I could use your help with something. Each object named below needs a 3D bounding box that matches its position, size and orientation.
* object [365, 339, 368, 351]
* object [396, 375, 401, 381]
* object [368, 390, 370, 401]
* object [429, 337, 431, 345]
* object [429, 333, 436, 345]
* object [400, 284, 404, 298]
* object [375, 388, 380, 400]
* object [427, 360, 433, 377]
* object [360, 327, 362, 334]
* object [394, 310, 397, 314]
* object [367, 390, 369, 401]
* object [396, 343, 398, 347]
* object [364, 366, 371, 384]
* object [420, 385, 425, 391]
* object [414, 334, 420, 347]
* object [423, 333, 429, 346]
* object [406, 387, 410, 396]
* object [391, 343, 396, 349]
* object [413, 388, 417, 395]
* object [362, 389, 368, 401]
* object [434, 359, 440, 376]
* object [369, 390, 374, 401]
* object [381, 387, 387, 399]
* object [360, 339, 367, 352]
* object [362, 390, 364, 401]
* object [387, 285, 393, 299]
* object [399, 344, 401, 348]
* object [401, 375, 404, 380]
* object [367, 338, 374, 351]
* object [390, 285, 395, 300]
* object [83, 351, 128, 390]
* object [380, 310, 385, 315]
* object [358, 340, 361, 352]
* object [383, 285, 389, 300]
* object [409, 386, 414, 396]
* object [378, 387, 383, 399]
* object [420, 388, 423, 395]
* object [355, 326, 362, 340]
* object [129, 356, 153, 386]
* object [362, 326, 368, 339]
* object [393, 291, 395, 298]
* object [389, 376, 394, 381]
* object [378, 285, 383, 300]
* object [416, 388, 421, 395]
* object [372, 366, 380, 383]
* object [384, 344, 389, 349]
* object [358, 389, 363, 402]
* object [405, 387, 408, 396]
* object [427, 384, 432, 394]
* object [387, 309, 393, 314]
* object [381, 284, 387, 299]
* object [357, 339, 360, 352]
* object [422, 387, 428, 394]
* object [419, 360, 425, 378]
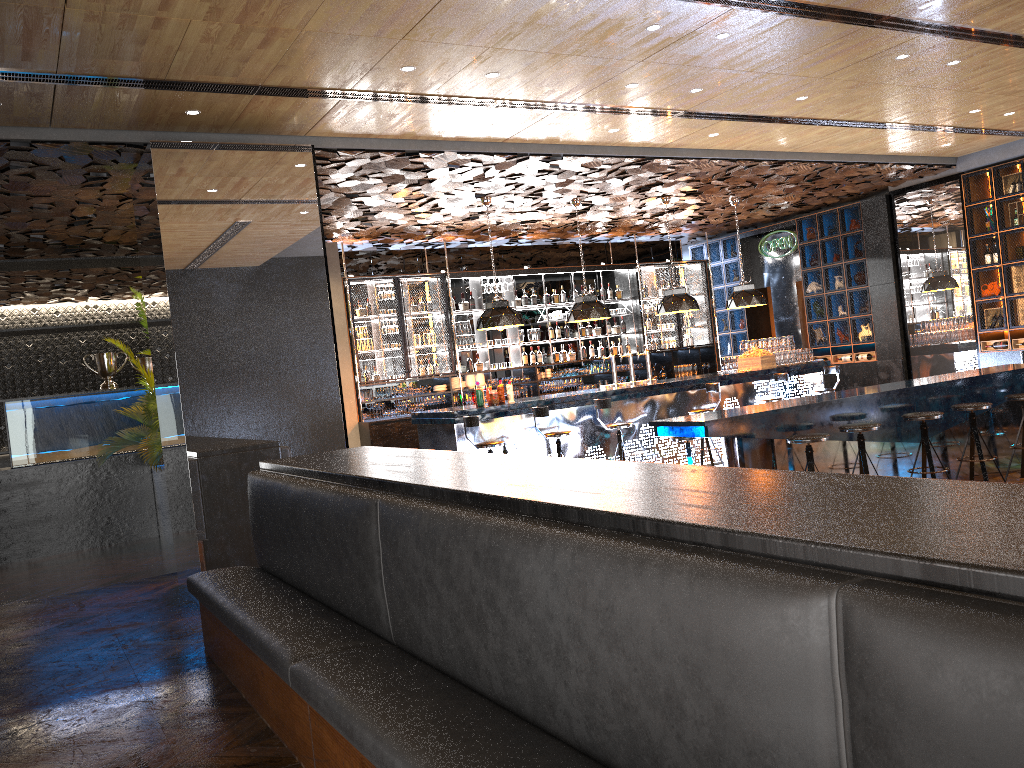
[{"bbox_3d":[-2.091,-0.557,12.781,0.092,0.182,0.092,-7,1,-34],"label":"object"},{"bbox_3d":[-1.641,-0.090,12.847,0.077,0.080,0.077,-7,1,-44],"label":"object"},{"bbox_3d":[-2.002,0.158,12.524,0.058,0.152,0.051,-7,1,-25],"label":"object"},{"bbox_3d":[-1.211,-0.664,13.240,0.092,0.182,0.092,-7,1,-34],"label":"object"},{"bbox_3d":[-1.174,-0.667,13.153,0.092,0.182,0.092,-7,1,-34],"label":"object"},{"bbox_3d":[-1.612,-1.360,12.907,0.081,0.213,0.081,-7,1,-24],"label":"object"},{"bbox_3d":[-1.919,0.137,12.761,0.087,0.170,0.087,-6,1,21],"label":"object"},{"bbox_3d":[-1.224,-0.234,13.195,0.075,0.260,0.075,-6,1,19],"label":"object"},{"bbox_3d":[-2.150,-0.733,12.756,0.092,0.182,0.092,-7,1,-34],"label":"object"},{"bbox_3d":[-1.693,-1.055,13.048,0.077,0.080,0.077,-6,1,6],"label":"object"},{"bbox_3d":[-2.028,0.160,12.579,0.051,0.152,0.058,-6,1,22],"label":"object"},{"bbox_3d":[-1.708,-0.552,12.978,0.077,0.080,0.077,-6,1,25],"label":"object"},{"bbox_3d":[-2.069,-0.130,12.658,0.075,0.260,0.075,-6,1,4],"label":"object"},{"bbox_3d":[-1.324,0.084,13.136,0.074,0.131,0.074,-7,1,-17],"label":"object"},{"bbox_3d":[-1.399,-0.639,13.022,0.092,0.182,0.092,-7,1,-34],"label":"object"},{"bbox_3d":[-1.266,-0.656,13.125,0.092,0.182,0.092,-7,1,-34],"label":"object"},{"bbox_3d":[-1.487,0.107,12.840,0.074,0.131,0.074,-7,1,-17],"label":"object"},{"bbox_3d":[-1.713,-0.550,12.863,0.077,0.080,0.077,-6,1,39],"label":"object"},{"bbox_3d":[-1.414,0.113,12.879,0.078,0.103,0.078,-6,1,13],"label":"object"},{"bbox_3d":[-2.058,0.154,12.446,0.067,0.174,0.067,-6,1,10],"label":"object"},{"bbox_3d":[-1.124,-0.246,13.228,0.075,0.260,0.075,-6,1,19],"label":"object"},{"bbox_3d":[-1.976,0.156,12.470,0.051,0.152,0.058,-7,1,-24],"label":"object"},{"bbox_3d":[-1.803,0.127,12.555,0.087,0.170,0.087,-6,1,21],"label":"object"},{"bbox_3d":[-2.126,-0.551,12.662,0.092,0.182,0.092,-7,1,-34],"label":"object"},{"bbox_3d":[-2.102,0.158,12.509,0.067,0.174,0.067,-7,1,-4],"label":"object"},{"bbox_3d":[-1.765,-1.341,12.820,0.081,0.213,0.081,-7,1,-24],"label":"object"},{"bbox_3d":[-1.621,-0.563,13.036,0.077,0.080,0.077,-7,1,-34],"label":"object"},{"bbox_3d":[-1.616,-0.094,12.959,0.077,0.080,0.077,-6,1,26],"label":"object"},{"bbox_3d":[-2.034,-0.562,12.702,0.092,0.182,0.092,-7,1,-34],"label":"object"},{"bbox_3d":[-1.761,-1.345,12.987,0.081,0.213,0.081,-7,1,-24],"label":"object"},{"bbox_3d":[-5.061,-0.157,11.089,0.458,0.472,0.250,-6,1,-3],"label":"object"},{"bbox_3d":[-1.868,-1.031,12.837,0.077,0.080,0.077,-7,1,-39],"label":"object"},{"bbox_3d":[-2.178,-0.546,12.742,0.092,0.182,0.092,-7,1,-34],"label":"object"},{"bbox_3d":[-1.836,-1.336,12.945,0.081,0.213,0.081,-7,1,-24],"label":"object"},{"bbox_3d":[-1.447,0.104,12.763,0.074,0.131,0.074,-7,1,-17],"label":"object"},{"bbox_3d":[-1.861,0.132,12.658,0.087,0.170,0.087,-6,1,21],"label":"object"},{"bbox_3d":[-1.336,0.105,12.923,0.078,0.099,0.078,-6,1,28],"label":"object"},{"bbox_3d":[-2.192,-0.726,12.631,0.092,0.182,0.092,-7,1,-34],"label":"object"},{"bbox_3d":[-4.643,-0.175,11.327,0.378,0.398,0.232,-6,1,1],"label":"object"},{"bbox_3d":[-2.108,-0.737,12.688,0.092,0.182,0.092,-7,1,-34],"label":"object"},{"bbox_3d":[-1.690,-1.351,12.862,0.081,0.213,0.081,-7,1,-24],"label":"object"},{"bbox_3d":[-1.736,-0.078,12.806,0.077,0.080,0.077,-6,1,10],"label":"object"},{"bbox_3d":[-1.919,-1.325,12.898,0.081,0.213,0.081,-7,1,-24],"label":"object"},{"bbox_3d":[-1.353,0.107,12.817,0.078,0.103,0.078,-6,1,13],"label":"object"},{"bbox_3d":[-1.954,-0.135,12.734,0.108,0.244,0.108,-7,1,-16],"label":"object"},{"bbox_3d":[-1.818,-0.538,12.847,0.077,0.080,0.077,-7,1,-18],"label":"object"},{"bbox_3d":[-2.121,0.162,12.397,0.067,0.174,0.067,-7,1,-21],"label":"object"},{"bbox_3d":[-1.530,0.111,12.915,0.074,0.131,0.074,-7,1,-17],"label":"object"},{"bbox_3d":[-1.211,0.073,12.997,0.074,0.131,0.074,-7,1,-17],"label":"object"},{"bbox_3d":[-1.767,-1.043,12.872,0.077,0.080,0.077,-6,1,6],"label":"object"},{"bbox_3d":[-1.848,-1.331,12.772,0.081,0.213,0.081,-7,1,-24],"label":"object"},{"bbox_3d":[-2.215,-0.540,12.610,0.092,0.182,0.092,-7,1,-34],"label":"object"},{"bbox_3d":[-1.263,0.098,12.860,0.078,0.099,0.078,-6,1,28],"label":"object"},{"bbox_3d":[-1.332,-0.220,13.108,0.075,0.261,0.075,-6,1,19],"label":"object"}]
